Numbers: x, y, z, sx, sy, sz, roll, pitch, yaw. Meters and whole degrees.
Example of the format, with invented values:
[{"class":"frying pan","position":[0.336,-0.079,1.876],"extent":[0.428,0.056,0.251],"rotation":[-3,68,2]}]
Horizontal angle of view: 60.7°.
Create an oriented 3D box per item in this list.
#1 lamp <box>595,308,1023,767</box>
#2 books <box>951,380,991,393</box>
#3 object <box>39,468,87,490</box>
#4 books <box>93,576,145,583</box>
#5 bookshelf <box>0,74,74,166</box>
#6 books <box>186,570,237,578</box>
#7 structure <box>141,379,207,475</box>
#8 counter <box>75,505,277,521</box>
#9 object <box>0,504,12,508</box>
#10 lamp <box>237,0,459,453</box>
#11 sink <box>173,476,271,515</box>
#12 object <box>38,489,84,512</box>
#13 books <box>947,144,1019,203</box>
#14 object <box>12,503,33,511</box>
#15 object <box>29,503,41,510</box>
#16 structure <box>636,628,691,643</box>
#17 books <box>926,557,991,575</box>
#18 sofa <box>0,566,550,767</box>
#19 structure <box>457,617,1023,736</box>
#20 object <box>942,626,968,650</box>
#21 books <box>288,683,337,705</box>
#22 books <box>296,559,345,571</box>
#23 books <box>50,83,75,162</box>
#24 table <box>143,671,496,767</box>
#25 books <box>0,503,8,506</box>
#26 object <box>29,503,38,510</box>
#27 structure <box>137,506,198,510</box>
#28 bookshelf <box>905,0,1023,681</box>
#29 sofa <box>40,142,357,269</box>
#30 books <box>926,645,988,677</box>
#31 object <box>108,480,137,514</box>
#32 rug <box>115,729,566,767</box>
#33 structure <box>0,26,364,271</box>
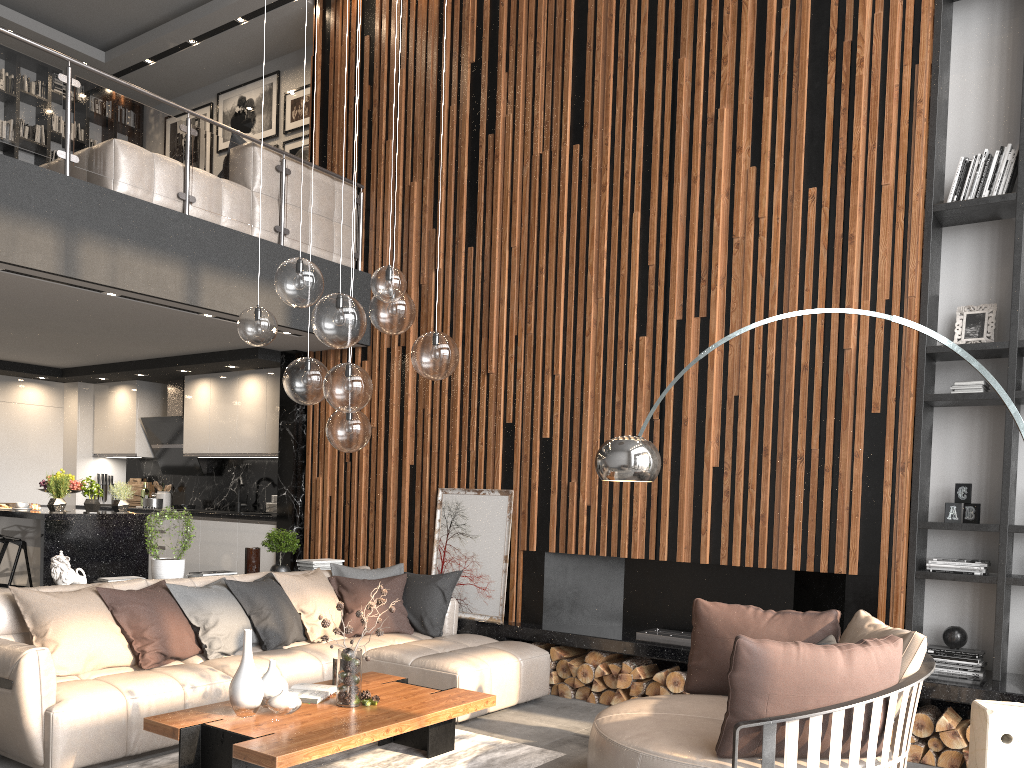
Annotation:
[{"class":"lamp","position":[1.390,0.811,4.113],"extent":[2.030,2.339,0.319],"rotation":[1,2,11]},{"class":"books","position":[2.683,0.035,5.120],"extent":[0.175,0.072,0.329],"rotation":[-2,-8,34]},{"class":"object","position":[-3.837,0.827,7.451],"extent":[0.318,0.215,0.350],"rotation":[-1,-6,32]},{"class":"books","position":[-2.517,1.303,5.657],"extent":[0.194,0.100,0.350],"rotation":[-2,-8,35]},{"class":"bookshelf","position":[-5.399,-2.149,8.746],"extent":[0.247,2.511,3.544],"rotation":[3,-3,35]},{"class":"books","position":[-2.139,1.380,6.191],"extent":[0.204,0.099,0.328],"rotation":[-2,-8,35]},{"class":"structure","position":[-3.629,0.469,9.491],"extent":[0.736,1.032,0.414],"rotation":[1,0,35]},{"class":"counter","position":[-3.364,1.350,9.191],"extent":[3.452,0.040,0.615],"rotation":[-3,-9,35]},{"class":"object","position":[-4.374,1.062,7.581],"extent":[0.128,0.043,0.075],"rotation":[-1,-6,27]},{"class":"lamp","position":[-0.723,-2.185,4.158],"extent":[1.227,5.003,1.231],"rotation":[3,2,32]},{"class":"sink","position":[-2.881,1.198,8.871],"extent":[1.111,0.547,0.500],"rotation":[-2,-4,35]},{"class":"object","position":[-3.840,0.991,7.445],"extent":[0.367,0.188,0.370],"rotation":[2,-6,-1]},{"class":"books","position":[2.727,-1.181,5.052],"extent":[0.366,0.300,0.186],"rotation":[-1,-2,35]},{"class":"object","position":[-4.040,1.015,7.226],"extent":[0.155,0.070,0.156],"rotation":[2,-6,4]},{"class":"object","position":[-4.128,1.054,7.524],"extent":[0.070,0.059,0.132],"rotation":[-1,-6,35]},{"class":"structure","position":[1.242,1.766,6.031],"extent":[0.710,0.103,0.301],"rotation":[-3,-8,35]},{"class":"books","position":[2.623,1.069,5.142],"extent":[0.322,0.078,0.220],"rotation":[-3,-8,34]},{"class":"sofa","position":[-1.344,1.635,5.350],"extent":[1.873,0.817,3.268],"rotation":[-2,-8,35]},{"class":"structure","position":[0.841,2.004,6.234],"extent":[6.523,0.458,0.671],"rotation":[-3,-7,35]},{"class":"object","position":[2.618,1.500,5.174],"extent":[0.134,0.133,0.136],"rotation":[1,-3,15]},{"class":"books","position":[-1.025,1.566,4.449],"extent":[0.231,0.039,0.345],"rotation":[0,-7,13]},{"class":"books","position":[-1.527,1.478,6.977],"extent":[0.199,0.150,0.335],"rotation":[-1,-6,36]},{"class":"books","position":[-5.390,-2.194,8.739],"extent":[0.211,2.326,3.462],"rotation":[3,-3,35]},{"class":"table","position":[-0.871,1.741,4.257],"extent":[0.896,0.354,1.463],"rotation":[-2,-8,35]},{"class":"books","position":[-4.732,1.090,7.856],"extent":[0.172,0.038,0.325],"rotation":[-3,-9,34]},{"class":"object","position":[-4.093,1.050,7.482],"extent":[0.074,0.059,0.060],"rotation":[4,-4,-34]},{"class":"structure","position":[-3.716,1.350,9.437],"extent":[0.599,0.060,0.514],"rotation":[-3,-9,35]},{"class":"bookshelf","position":[3.098,-0.985,4.820],"extent":[1.454,5.322,0.338],"rotation":[3,2,35]},{"class":"sofa","position":[-2.840,-1.402,7.177],"extent":[2.284,0.781,2.294],"rotation":[-3,-8,35]},{"class":"books","position":[2.618,1.630,5.181],"extent":[0.338,0.127,0.220],"rotation":[-2,-7,34]},{"class":"object","position":[-3.357,0.971,7.528],"extent":[0.222,0.284,0.210],"rotation":[3,-2,-42]},{"class":"rug","position":[-0.999,1.916,4.310],"extent":[1.606,0.020,2.315],"rotation":[-3,-9,34]},{"class":"structure","position":[-3.826,-1.489,6.637],"extent":[3.371,0.739,4.254],"rotation":[-3,-9,35]}]
